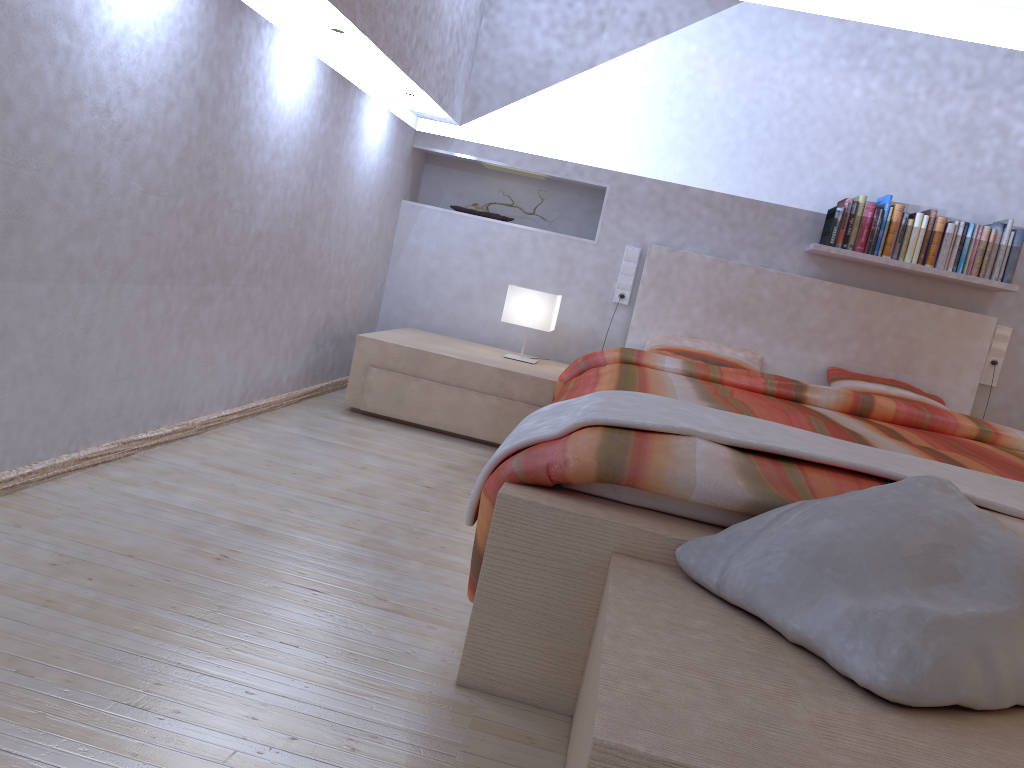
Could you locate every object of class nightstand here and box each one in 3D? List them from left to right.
[{"bbox_3d":[-0.207,0.011,4.074,0.859,0.329,0.847,13,7,7],"label":"nightstand"}]

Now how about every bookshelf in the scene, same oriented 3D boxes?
[{"bbox_3d":[1.849,-0.542,4.144,0.916,0.028,0.223,13,7,7],"label":"bookshelf"},{"bbox_3d":[0.816,0.635,1.124,1.495,0.303,0.643,13,7,7],"label":"bookshelf"}]

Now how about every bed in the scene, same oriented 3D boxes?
[{"bbox_3d":[1.149,0.124,2.879,2.087,0.994,3.009,13,7,7],"label":"bed"}]

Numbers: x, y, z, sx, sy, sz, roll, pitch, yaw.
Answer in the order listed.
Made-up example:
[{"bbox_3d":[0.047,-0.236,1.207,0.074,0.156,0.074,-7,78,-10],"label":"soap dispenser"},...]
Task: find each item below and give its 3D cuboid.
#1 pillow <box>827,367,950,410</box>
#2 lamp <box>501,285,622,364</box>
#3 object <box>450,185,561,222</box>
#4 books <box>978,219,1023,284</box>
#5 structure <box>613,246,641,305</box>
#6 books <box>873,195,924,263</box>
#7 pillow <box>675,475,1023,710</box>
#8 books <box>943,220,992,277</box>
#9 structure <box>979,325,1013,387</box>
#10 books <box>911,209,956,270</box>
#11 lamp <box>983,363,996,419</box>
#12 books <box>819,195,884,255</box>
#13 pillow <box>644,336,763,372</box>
[{"bbox_3d":[1.727,0.084,3.986,0.566,0.188,0.497,13,7,7],"label":"pillow"},{"bbox_3d":[0.172,-0.235,4.271,0.318,0.515,0.684,18,9,35],"label":"lamp"},{"bbox_3d":[-0.021,-0.964,4.635,0.589,0.242,0.183,13,7,5],"label":"object"},{"bbox_3d":[2.230,-0.611,4.086,0.145,0.281,0.200,13,7,7],"label":"books"},{"bbox_3d":[0.575,-0.543,4.436,0.077,0.286,0.034,13,7,7],"label":"structure"},{"bbox_3d":[1.785,-0.717,4.139,0.178,0.281,0.200,13,7,7],"label":"books"},{"bbox_3d":[0.599,0.282,1.373,0.498,0.241,0.470,9,8,-28],"label":"pillow"},{"bbox_3d":[2.078,-0.622,4.107,0.159,0.231,0.200,13,7,7],"label":"books"},{"bbox_3d":[2.304,-0.135,4.229,0.077,0.286,0.034,13,7,7],"label":"structure"},{"bbox_3d":[1.936,-0.669,4.118,0.140,0.260,0.209,13,7,7],"label":"books"},{"bbox_3d":[2.355,0.477,3.007,0.396,0.788,2.551,12,7,-3],"label":"lamp"},{"bbox_3d":[1.594,-0.750,4.156,0.209,0.260,0.215,13,7,7],"label":"books"},{"bbox_3d":[0.901,-0.104,4.135,0.572,0.180,0.492,13,7,7],"label":"pillow"}]
